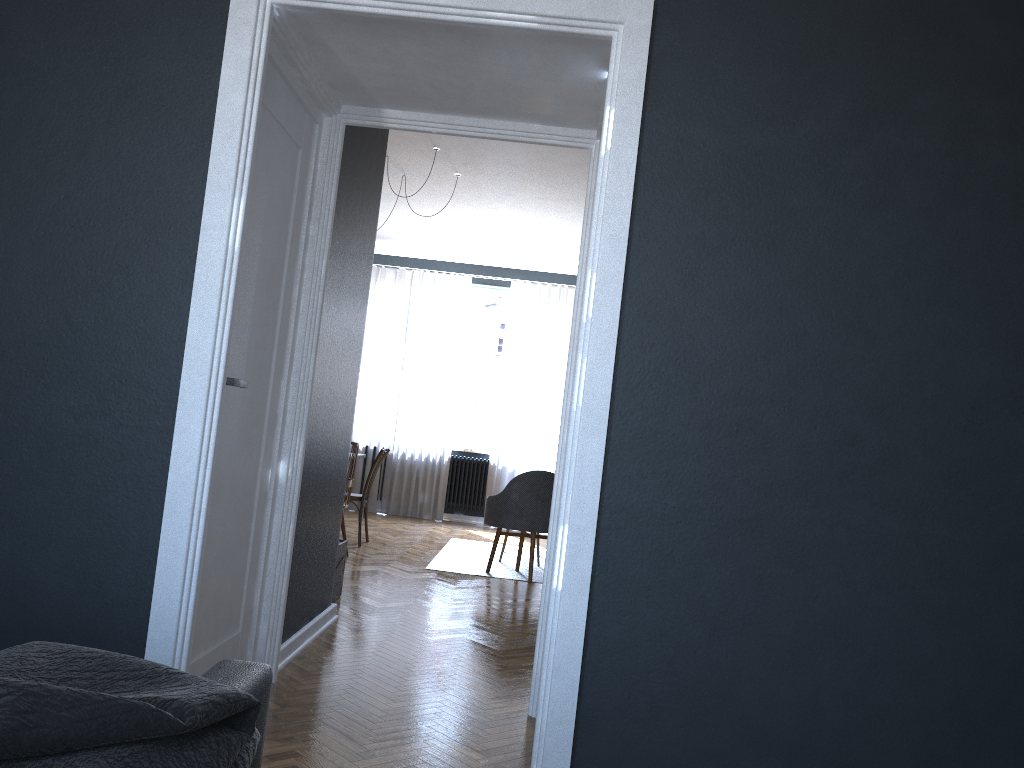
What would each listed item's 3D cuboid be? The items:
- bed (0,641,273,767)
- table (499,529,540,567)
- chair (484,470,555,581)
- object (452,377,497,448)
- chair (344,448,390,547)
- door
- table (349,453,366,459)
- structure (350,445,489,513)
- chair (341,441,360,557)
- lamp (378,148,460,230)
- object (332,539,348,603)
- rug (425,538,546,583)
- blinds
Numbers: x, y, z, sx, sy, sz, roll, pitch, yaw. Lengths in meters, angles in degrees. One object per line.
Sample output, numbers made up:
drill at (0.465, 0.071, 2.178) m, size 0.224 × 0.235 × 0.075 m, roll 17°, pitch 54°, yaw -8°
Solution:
bed at (-1.540, 0.320, 0.686) m, size 2.375 × 1.161 × 2.267 m, roll 6°, pitch -3°, yaw 2°
table at (0.099, 1.222, 7.567) m, size 0.339 × 0.549 × 0.788 m, roll 6°, pitch -3°, yaw 2°
chair at (0.142, 1.038, 6.641) m, size 0.645 × 0.810 × 0.495 m, roll 8°, pitch -3°, yaw -20°
object at (-0.512, 0.323, 10.100) m, size 0.515 × 0.809 × 0.599 m, roll 8°, pitch -3°, yaw -24°
chair at (-1.314, 0.911, 7.370) m, size 0.467 × 0.819 × 0.363 m, roll 6°, pitch -3°, yaw 2°
door at (-0.902, 0.008, 2.954) m, size 0.162 × 2.185 × 0.857 m, roll 6°, pitch -3°, yaw 2°
table at (-1.915, 0.870, 7.050) m, size 1.126 × 0.727 × 1.605 m, roll 6°, pitch -3°, yaw 2°
structure at (-1.045, 1.064, 10.055) m, size 1.846 × 0.600 × 0.216 m, roll 6°, pitch -3°, yaw 2°
chair at (-1.386, 0.851, 6.720) m, size 0.384 × 0.856 × 0.456 m, roll 7°, pitch -3°, yaw -13°
lamp at (-1.126, -0.912, 6.924) m, size 1.589 × 1.573 × 0.583 m, roll 5°, pitch -3°, yaw 33°
object at (-1.165, 1.027, 4.856) m, size 0.383 × 0.326 × 0.553 m, roll 6°, pitch -3°, yaw 2°
rug at (-0.107, 1.465, 7.427) m, size 1.003 × 0.013 × 2.013 m, roll 6°, pitch -3°, yaw 2°
blinds at (-0.249, 0.190, 10.009) m, size 3.992 × 2.787 × 0.312 m, roll 6°, pitch -2°, yaw 2°
